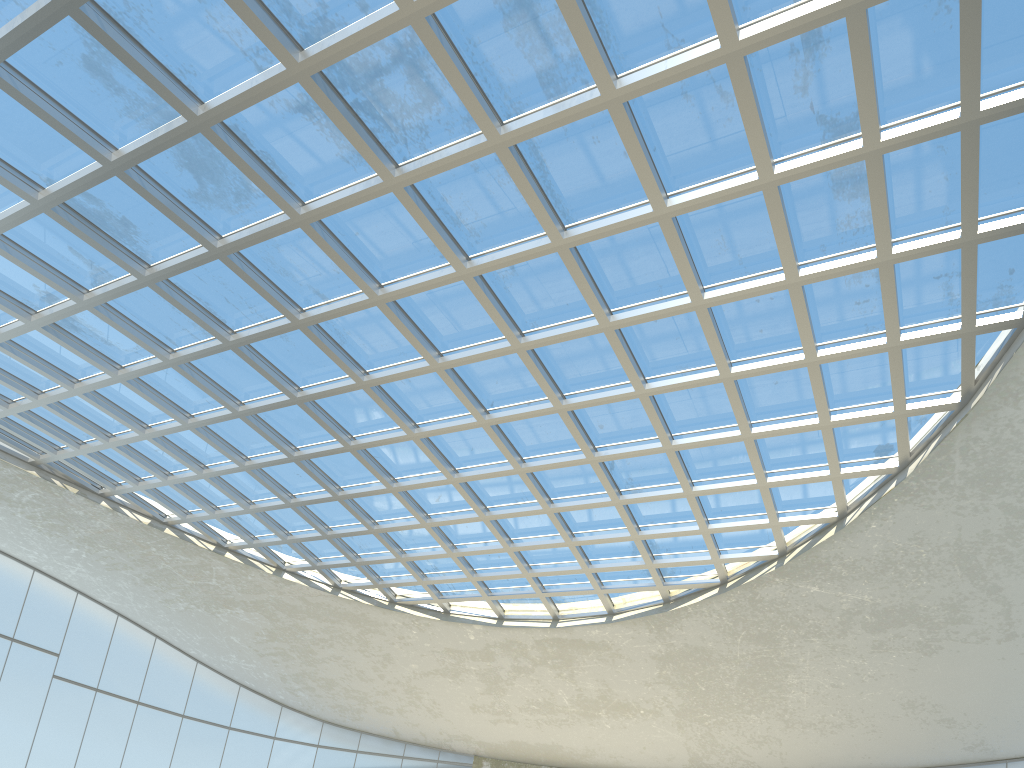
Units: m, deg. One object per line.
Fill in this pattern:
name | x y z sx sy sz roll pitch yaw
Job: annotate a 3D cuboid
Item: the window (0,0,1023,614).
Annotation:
window | -14.372 -1.382 42.665 78.149 9.829 90.281 -9 -38 27
